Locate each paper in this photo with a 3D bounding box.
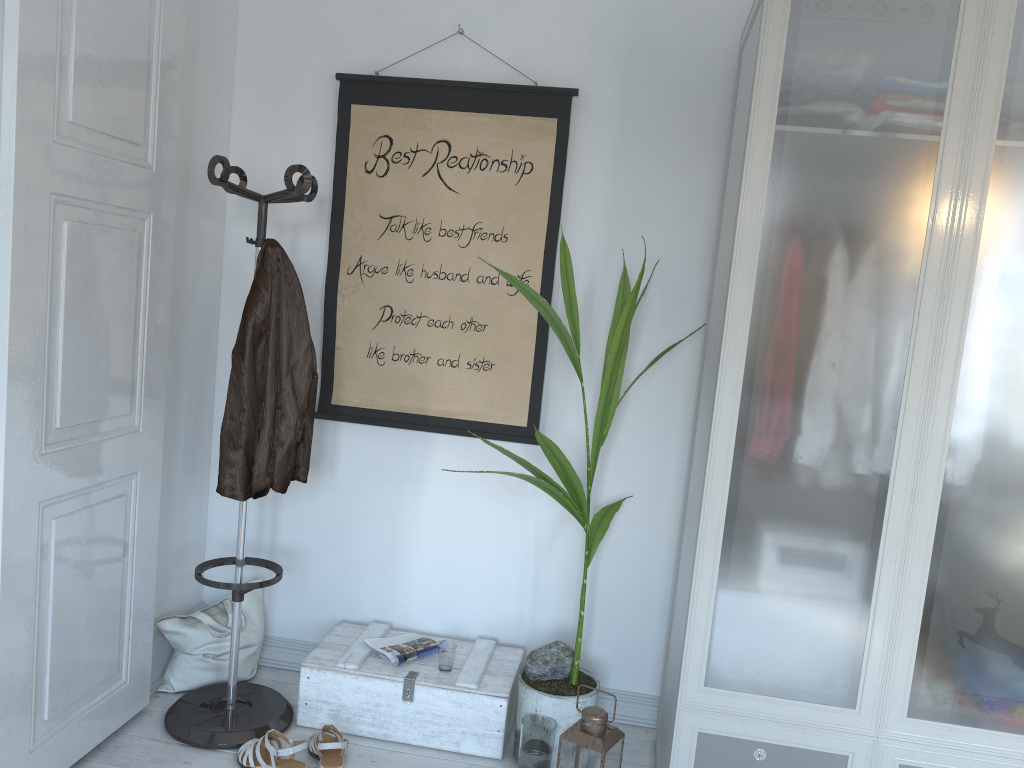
[{"bbox_3d":[-0.341,0.839,2.849,0.175,0.031,0.221,10,7,40],"label":"paper"}]

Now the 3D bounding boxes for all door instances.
[{"bbox_3d":[-1.368,-0.158,1.314,0.577,2.510,2.594,6,6,8],"label":"door"}]

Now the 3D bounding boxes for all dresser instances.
[{"bbox_3d":[1.224,0.157,2.312,1.432,2.167,0.629,6,6,8],"label":"dresser"}]

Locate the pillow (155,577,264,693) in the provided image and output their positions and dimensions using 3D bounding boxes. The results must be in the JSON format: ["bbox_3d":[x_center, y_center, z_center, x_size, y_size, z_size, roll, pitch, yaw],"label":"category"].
[{"bbox_3d":[-0.984,0.827,2.947,0.273,0.315,0.316,7,6,9],"label":"pillow"}]

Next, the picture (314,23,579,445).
[{"bbox_3d":[-0.226,-0.491,2.890,0.793,1.316,0.057,6,7,8],"label":"picture"}]

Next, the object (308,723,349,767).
[{"bbox_3d":[-0.516,1.012,2.511,0.099,0.126,0.272,3,6,-20],"label":"object"}]

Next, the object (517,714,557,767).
[{"bbox_3d":[0.068,1.040,2.500,0.100,0.181,0.100,3,7,-22],"label":"object"}]

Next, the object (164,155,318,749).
[{"bbox_3d":[-0.781,0.200,2.615,0.374,1.662,0.374,7,7,15],"label":"object"}]

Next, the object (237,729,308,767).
[{"bbox_3d":[-0.667,1.004,2.440,0.272,0.126,0.099,10,8,40],"label":"object"}]

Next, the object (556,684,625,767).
[{"bbox_3d":[0.208,0.984,2.373,0.137,0.352,0.131,9,7,30],"label":"object"}]

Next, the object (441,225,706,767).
[{"bbox_3d":[0.156,0.356,2.496,0.288,1.557,1.043,11,8,37],"label":"object"}]

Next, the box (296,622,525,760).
[{"bbox_3d":[-0.308,0.955,2.816,0.641,0.219,0.375,6,6,8],"label":"box"}]

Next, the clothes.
[{"bbox_3d":[-0.691,-0.029,2.562,0.211,0.772,0.237,11,8,41],"label":"clothes"}]

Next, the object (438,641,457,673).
[{"bbox_3d":[-0.202,0.840,2.722,0.060,0.082,0.060,2,7,-27],"label":"object"}]
